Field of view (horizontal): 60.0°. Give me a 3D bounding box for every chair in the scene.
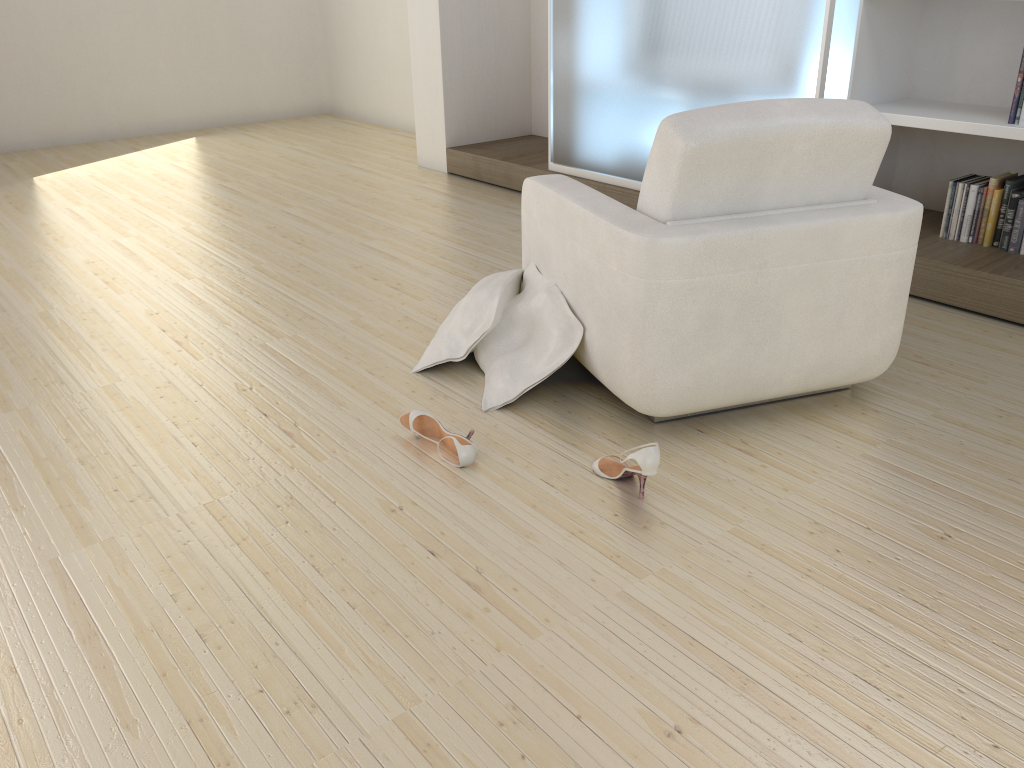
[{"bbox_3d":[0.604,-0.483,2.747,0.919,0.828,0.941,-9,26,-16],"label":"chair"}]

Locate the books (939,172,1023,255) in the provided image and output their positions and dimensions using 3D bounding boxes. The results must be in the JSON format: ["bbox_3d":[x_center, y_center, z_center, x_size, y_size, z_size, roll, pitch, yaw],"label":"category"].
[{"bbox_3d":[2.121,-0.564,3.189,0.274,0.281,1.125,-15,29,-27],"label":"books"}]

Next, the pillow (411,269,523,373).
[{"bbox_3d":[-0.107,-0.273,3.121,0.299,0.287,0.712,5,26,14],"label":"pillow"}]

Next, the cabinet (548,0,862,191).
[{"bbox_3d":[0.976,-1.657,4.261,0.689,1.396,1.670,-19,31,-34],"label":"cabinet"}]

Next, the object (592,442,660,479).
[{"bbox_3d":[0.282,0.180,2.223,0.089,0.149,0.265,-12,27,-22],"label":"object"}]

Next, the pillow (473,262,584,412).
[{"bbox_3d":[0.004,-0.192,2.862,0.312,0.315,0.615,-6,25,-10],"label":"pillow"}]

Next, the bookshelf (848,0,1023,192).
[{"bbox_3d":[2.062,-1.168,3.162,0.465,1.396,1.599,-19,31,-34],"label":"bookshelf"}]

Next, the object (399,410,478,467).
[{"bbox_3d":[-0.180,0.133,2.435,0.121,0.091,0.287,-20,31,-35],"label":"object"}]

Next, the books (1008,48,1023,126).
[{"bbox_3d":[2.102,-1.212,2.923,0.215,0.743,0.831,-19,31,-34],"label":"books"}]
